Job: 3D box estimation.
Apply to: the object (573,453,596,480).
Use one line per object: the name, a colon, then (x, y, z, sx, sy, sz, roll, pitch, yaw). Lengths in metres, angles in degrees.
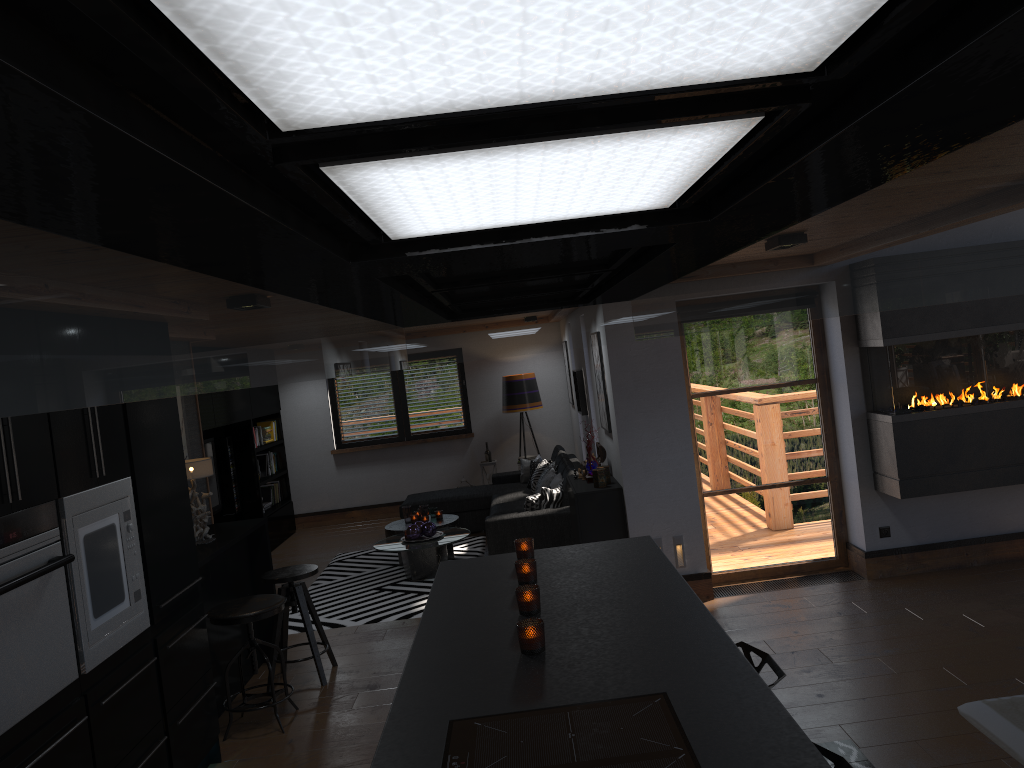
object: (0.593, 0.660, 7.171, 0.201, 0.197, 0.356, -7, 2, 11)

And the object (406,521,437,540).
object: (-0.846, 1.347, 8.183, 0.286, 0.142, 0.262, -7, 2, -17)

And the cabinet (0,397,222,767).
cabinet: (-1.884, 0.918, 1.393, 0.543, 2.380, 6.429, -7, 2, 0)

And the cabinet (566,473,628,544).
cabinet: (0.657, 0.995, 6.957, 0.358, 0.468, 0.955, -7, 2, 0)

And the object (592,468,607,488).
object: (0.656, 0.702, 6.625, 0.109, 0.135, 0.096, -7, 1, -10)

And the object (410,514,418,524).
object: (-0.973, 1.350, 8.853, 0.079, 0.081, 0.080, -7, 1, 14)

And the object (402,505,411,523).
object: (-1.052, 1.315, 8.921, 0.095, 0.167, 0.093, -8, 1, -29)

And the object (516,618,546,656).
object: (0.054, 0.697, 2.445, 0.078, 0.081, 0.080, -6, 2, 44)

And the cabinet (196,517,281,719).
cabinet: (-1.872, 1.489, 5.428, 0.429, 1.009, 1.625, -7, 2, 0)

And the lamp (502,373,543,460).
lamp: (0.694, 0.655, 11.468, 1.644, 1.698, 0.519, -8, 1, -23)

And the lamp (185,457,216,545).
lamp: (-1.966, 0.732, 5.509, 0.247, 0.516, 0.248, -7, 1, 3)

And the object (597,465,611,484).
object: (0.700, 0.693, 6.751, 0.107, 0.135, 0.098, -6, 2, 31)

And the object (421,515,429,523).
object: (-0.851, 1.340, 8.715, 0.079, 0.081, 0.080, -7, 1, 14)

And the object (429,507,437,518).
object: (-0.804, 1.316, 9.056, 0.091, 0.099, 0.094, -6, 2, 36)

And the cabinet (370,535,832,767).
cabinet: (0.212, 1.310, 1.327, 0.889, 1.103, 4.800, -7, 2, 0)

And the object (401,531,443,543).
object: (-0.827, 1.412, 8.172, 0.392, 0.022, 0.398, -6, 2, 18)

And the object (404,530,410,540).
object: (-0.959, 1.394, 8.197, 0.079, 0.081, 0.080, -7, 1, 14)

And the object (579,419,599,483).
object: (0.622, 0.511, 6.910, 0.152, 0.504, 0.324, -7, 1, -1)

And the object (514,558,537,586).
object: (0.052, 0.674, 3.177, 0.078, 0.081, 0.080, -6, 2, 44)

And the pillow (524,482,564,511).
pillow: (0.317, 1.078, 8.028, 0.542, 0.346, 0.296, -8, 2, -40)

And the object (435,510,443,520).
object: (-0.735, 1.319, 8.930, 0.079, 0.081, 0.080, -7, 1, 14)

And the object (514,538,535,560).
object: (0.052, 0.663, 3.543, 0.078, 0.081, 0.080, -6, 2, 44)

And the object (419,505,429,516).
object: (-0.871, 1.295, 8.843, 0.095, 0.167, 0.093, -8, 1, -29)

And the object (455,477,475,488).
object: (-0.607, 1.420, 11.539, 0.253, 0.462, 0.251, -7, 1, -1)

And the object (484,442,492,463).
object: (-0.314, 0.893, 11.482, 0.088, 0.286, 0.086, -8, 2, -38)

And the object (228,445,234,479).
object: (-3.177, 0.869, 9.779, 0.125, 0.379, 0.125, -7, 1, -1)

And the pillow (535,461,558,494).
pillow: (0.362, 1.028, 9.205, 0.275, 0.355, 0.727, -7, 2, 0)

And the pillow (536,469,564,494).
pillow: (0.375, 1.032, 8.556, 0.284, 0.328, 0.724, -7, 2, -10)

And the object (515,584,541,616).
object: (0.053, 0.686, 2.811, 0.078, 0.081, 0.080, -6, 2, 44)

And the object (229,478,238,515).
object: (-3.131, 1.245, 9.786, 0.125, 0.379, 0.125, -7, 1, -1)

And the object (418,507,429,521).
object: (-0.889, 1.317, 8.959, 0.114, 0.122, 0.112, -8, 2, -24)

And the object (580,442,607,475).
object: (0.658, 0.614, 7.225, 0.210, 0.270, 0.287, -7, 1, 0)

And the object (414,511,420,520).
object: (-0.960, 1.342, 9.056, 0.079, 0.081, 0.080, -7, 1, 14)
